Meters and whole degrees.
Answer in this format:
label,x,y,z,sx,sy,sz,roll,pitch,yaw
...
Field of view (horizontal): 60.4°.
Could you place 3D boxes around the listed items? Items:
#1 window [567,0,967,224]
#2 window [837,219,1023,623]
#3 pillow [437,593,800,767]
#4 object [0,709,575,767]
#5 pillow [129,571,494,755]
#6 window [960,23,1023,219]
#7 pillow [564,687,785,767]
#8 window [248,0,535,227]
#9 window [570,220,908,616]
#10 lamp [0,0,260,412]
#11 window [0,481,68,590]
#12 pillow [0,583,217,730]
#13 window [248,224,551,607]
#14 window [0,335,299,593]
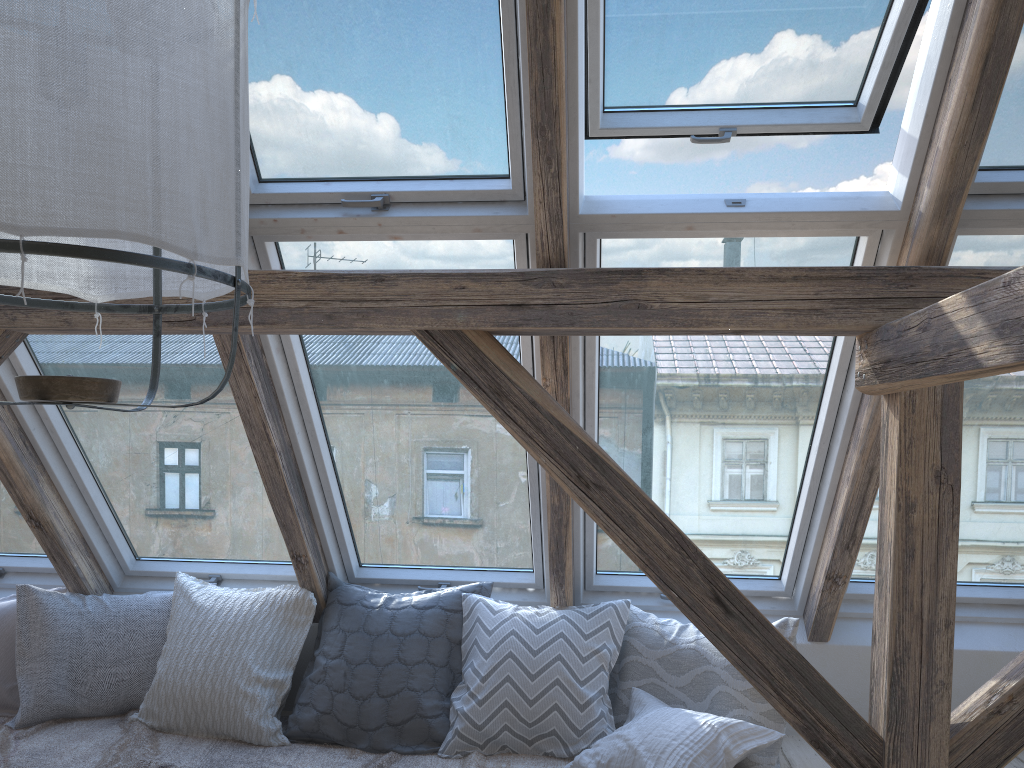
label,x,y,z,sx,sy,sz,roll,pitch,yaw
window,0.533,-1.077,1.792,0.855,1.280,1.404,1,0,6
window,1.530,0.188,2.707,0.855,1.281,1.094,1,0,6
pillow,0.364,1.008,2.997,1.154,0.536,0.500,0,0,11
object,-0.816,1.148,2.206,3.185,0.056,2.188,0,-4,6
pillow,-0.725,0.973,3.154,1.272,0.566,0.466,1,0,7
window,1.442,-1.073,1.646,0.855,1.281,1.094,1,0,6
pillow,0.463,1.127,2.673,0.475,0.243,0.536,3,-3,-42
window,-0.387,-1.088,1.840,0.855,1.281,1.094,1,0,6
window,0.616,0.180,2.804,0.855,1.281,1.094,1,0,6
lamp,-0.491,-0.921,0.950,0.399,1.904,0.405,-2,4,-43
window,-2.128,0.158,3.095,0.855,1.281,1.094,1,0,6
pillow,-1.710,1.002,3.286,1.133,0.527,0.434,1,1,-2
window,-0.299,0.173,2.901,0.855,1.281,1.094,1,0,6
window,-1.214,0.165,2.998,0.855,1.281,1.094,1,0,6
